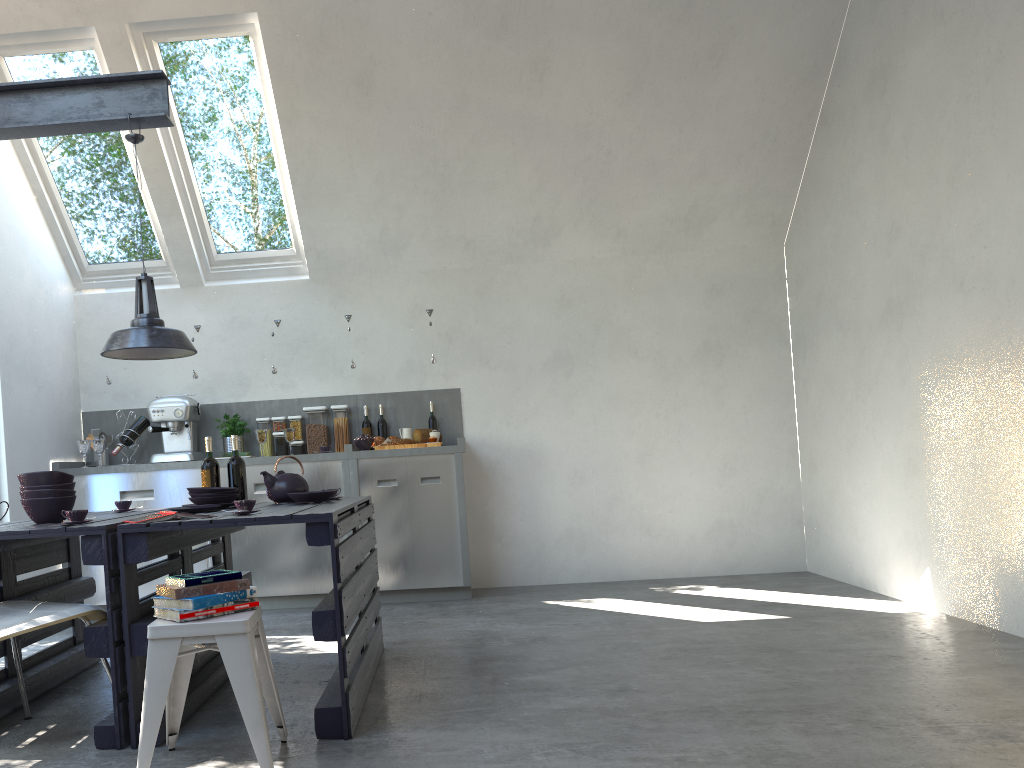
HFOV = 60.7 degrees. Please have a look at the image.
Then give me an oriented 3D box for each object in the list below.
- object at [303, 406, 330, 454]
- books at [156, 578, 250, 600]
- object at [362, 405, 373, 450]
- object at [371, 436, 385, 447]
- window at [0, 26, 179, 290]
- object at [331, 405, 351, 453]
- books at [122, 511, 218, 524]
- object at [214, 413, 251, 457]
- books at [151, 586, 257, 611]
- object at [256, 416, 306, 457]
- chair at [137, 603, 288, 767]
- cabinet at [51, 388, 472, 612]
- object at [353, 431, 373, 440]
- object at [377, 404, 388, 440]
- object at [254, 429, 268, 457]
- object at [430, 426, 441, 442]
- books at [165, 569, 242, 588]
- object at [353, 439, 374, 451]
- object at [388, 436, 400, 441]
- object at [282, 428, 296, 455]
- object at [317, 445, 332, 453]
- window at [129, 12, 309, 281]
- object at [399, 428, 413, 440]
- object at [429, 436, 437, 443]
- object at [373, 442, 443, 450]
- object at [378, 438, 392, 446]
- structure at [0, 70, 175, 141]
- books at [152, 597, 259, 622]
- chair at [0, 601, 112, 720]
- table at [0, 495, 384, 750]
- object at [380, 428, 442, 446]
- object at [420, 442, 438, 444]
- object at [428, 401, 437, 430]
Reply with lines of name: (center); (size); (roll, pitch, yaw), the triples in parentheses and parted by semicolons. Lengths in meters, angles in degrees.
object: (-1.430, 0.347, 6.415); (0.175, 0.354, 0.128); (-3, -1, 0)
books: (-1.014, 0.666, 2.870); (0.239, 0.032, 0.186); (0, -6, -39)
object: (-1.061, 0.330, 6.404); (0.072, 0.344, 0.074); (-3, -1, -8)
object: (-0.935, 0.405, 6.134); (0.127, 0.076, 0.111); (-7, -5, 42)
window: (-2.897, -1.460, 5.994); (0.832, 1.394, 1.490); (-3, -3, -3)
object: (-1.249, 0.336, 6.409); (0.128, 0.354, 0.128); (-3, -1, -2)
books: (-1.287, 0.493, 3.282); (0.288, 0.030, 0.236); (0, -6, -32)
object: (-2.033, 0.380, 6.354); (0.266, 0.341, 0.232); (-5, -2, 42)
books: (-1.007, 0.698, 2.870); (0.209, 0.033, 0.269); (-6, -5, 30)
object: (-1.692, 0.391, 6.412); (0.343, 0.294, 0.105); (-4, -1, 2)
chair: (-0.976, 1.002, 2.852); (0.417, 0.503, 0.443); (-3, -2, -6)
cabinet: (-1.737, 0.833, 6.225); (2.866, 1.476, 0.565); (-4, -1, 3)
object: (-1.019, 0.372, 6.007); (0.155, 0.095, 0.146); (-2, -4, -15)
object: (-0.948, 0.322, 6.399); (0.073, 0.344, 0.071); (-3, 0, 2)
object: (-1.721, 0.408, 6.023); (0.092, 0.191, 0.105); (-2, -2, -42)
object: (-0.534, 0.348, 6.051); (0.078, 0.120, 0.068); (-5, -2, 44)
books: (-1.012, 0.637, 2.872); (0.192, 0.025, 0.153); (1, -7, -44)
object: (-1.015, 0.422, 6.006); (0.138, 0.079, 0.156); (0, -5, -43)
object: (-0.841, 0.404, 6.196); (0.127, 0.077, 0.111); (-7, -5, 42)
object: (-1.561, 0.409, 6.155); (0.096, 0.191, 0.101); (-3, -1, -13)
object: (-1.288, 0.454, 6.037); (0.120, 0.056, 0.112); (-4, -4, 14)
window: (-1.908, -1.531, 5.935); (0.832, 1.387, 1.482); (-3, -3, -3)
object: (-0.740, 0.372, 6.183); (0.085, 0.119, 0.086); (-4, -2, 21)
object: (-0.541, 0.382, 5.992); (0.057, 0.046, 0.061); (-3, -3, -16)
object: (-0.717, 0.436, 6.073); (0.472, 0.028, 0.308); (-3, -5, 1)
object: (-0.893, 0.408, 6.142); (0.205, 0.059, 0.193); (-5, -5, 20)
structure: (-2.838, -1.230, 4.077); (2.536, 0.208, 0.135); (-4, -2, 3)
books: (-1.004, 0.732, 2.870); (0.267, 0.035, 0.211); (1, -7, -44)
chair: (-1.864, 0.909, 3.085); (0.735, 0.818, 0.731); (-5, -3, 29)
table: (-1.440, 0.958, 3.834); (1.608, 0.796, 1.508); (-3, -4, 0)
object: (-0.709, 0.367, 6.086); (0.430, 0.112, 0.134); (-1, -4, -29)
object: (-0.579, 0.403, 5.961); (0.204, 0.003, 0.020); (-6, -5, 26)
object: (-0.578, 0.299, 6.380); (0.063, 0.344, 0.061); (-3, 0, 2)
